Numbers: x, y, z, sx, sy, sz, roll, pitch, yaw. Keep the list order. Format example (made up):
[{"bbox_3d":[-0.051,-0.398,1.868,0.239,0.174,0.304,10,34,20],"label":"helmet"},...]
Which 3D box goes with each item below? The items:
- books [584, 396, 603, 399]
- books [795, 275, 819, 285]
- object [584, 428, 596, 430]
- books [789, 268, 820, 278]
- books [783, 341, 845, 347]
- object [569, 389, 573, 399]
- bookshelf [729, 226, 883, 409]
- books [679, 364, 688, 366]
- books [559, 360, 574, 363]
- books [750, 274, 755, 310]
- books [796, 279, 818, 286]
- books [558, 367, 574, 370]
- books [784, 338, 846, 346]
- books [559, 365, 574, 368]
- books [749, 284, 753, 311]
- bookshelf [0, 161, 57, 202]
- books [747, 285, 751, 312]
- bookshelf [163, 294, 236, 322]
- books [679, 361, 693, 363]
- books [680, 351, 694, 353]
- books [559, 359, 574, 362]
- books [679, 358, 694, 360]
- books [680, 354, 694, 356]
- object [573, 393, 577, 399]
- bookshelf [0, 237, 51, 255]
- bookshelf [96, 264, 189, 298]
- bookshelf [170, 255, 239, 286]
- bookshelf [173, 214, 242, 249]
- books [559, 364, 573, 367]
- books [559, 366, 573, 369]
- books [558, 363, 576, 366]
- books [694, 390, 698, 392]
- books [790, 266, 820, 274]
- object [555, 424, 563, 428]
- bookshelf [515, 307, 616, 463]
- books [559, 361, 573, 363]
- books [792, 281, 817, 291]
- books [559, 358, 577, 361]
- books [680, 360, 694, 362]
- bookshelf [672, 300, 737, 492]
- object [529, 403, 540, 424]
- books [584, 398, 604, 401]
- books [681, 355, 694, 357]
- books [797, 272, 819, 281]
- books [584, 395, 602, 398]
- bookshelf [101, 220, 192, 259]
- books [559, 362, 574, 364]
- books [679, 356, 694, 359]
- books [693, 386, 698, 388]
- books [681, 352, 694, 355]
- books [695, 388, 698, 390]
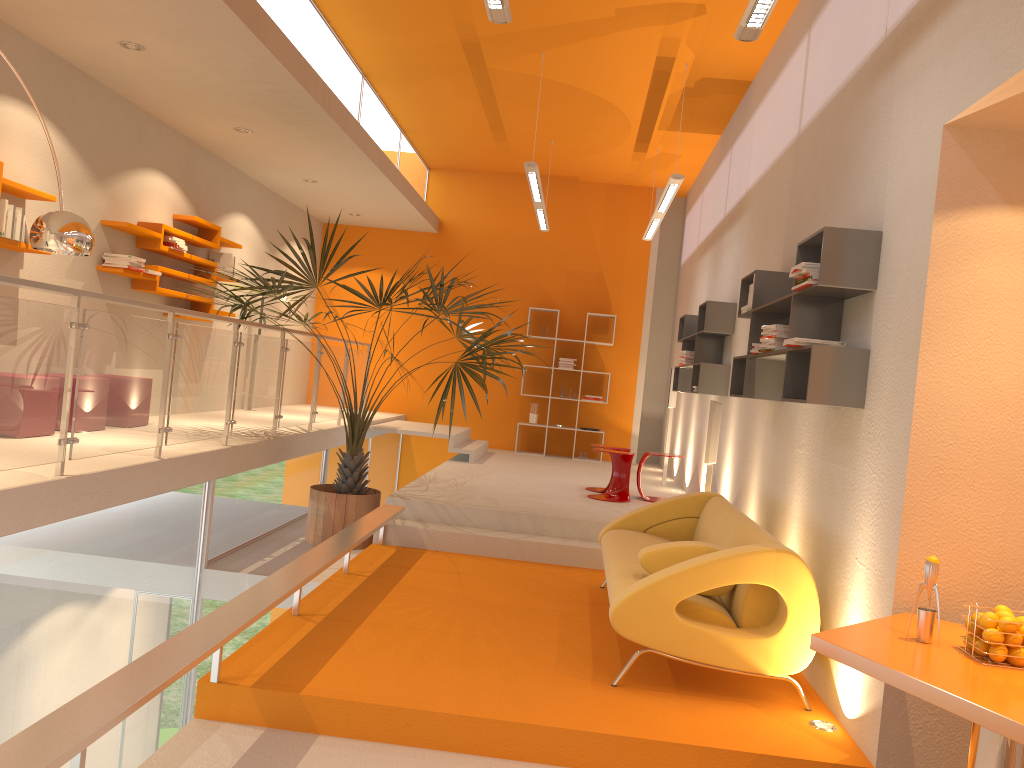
[{"bbox_3d":[1.108,0.188,12.090,0.254,0.015,0.190,6,1,6],"label":"books"},{"bbox_3d":[1.461,-0.478,4.161,0.190,0.015,0.254,6,1,0],"label":"books"},{"bbox_3d":[1.062,0.619,12.138,0.178,0.020,0.178,6,1,21],"label":"object"},{"bbox_3d":[1.455,-0.510,4.173,0.230,0.017,0.226,6,1,-1],"label":"books"},{"bbox_3d":[1.416,-0.178,4.170,0.254,0.015,0.190,6,1,11],"label":"books"},{"bbox_3d":[-1.167,2.207,8.865,0.870,4.604,7.392,6,1,35],"label":"object"},{"bbox_3d":[1.546,-0.296,4.925,0.252,0.790,2.000,6,1,4],"label":"bookshelf"},{"bbox_3d":[1.781,-0.181,8.764,0.210,0.013,0.297,6,1,-1],"label":"books"},{"bbox_3d":[0.750,-0.308,12.170,0.190,0.015,0.254,6,1,0],"label":"books"},{"bbox_3d":[1.602,-0.558,5.478,0.230,0.227,0.017,6,1,4],"label":"books"},{"bbox_3d":[1.459,-0.465,4.171,0.190,0.011,0.268,6,1,6],"label":"books"},{"bbox_3d":[0.740,-0.211,12.157,0.210,0.013,0.296,6,1,4],"label":"books"},{"bbox_3d":[1.423,-0.194,4.182,0.226,0.017,0.230,6,1,4],"label":"books"},{"bbox_3d":[0.743,-0.237,12.171,0.190,0.015,0.254,6,1,0],"label":"books"},{"bbox_3d":[1.603,-0.529,5.528,0.230,0.169,0.027,6,1,4],"label":"books"},{"bbox_3d":[-3.217,-1.253,5.406,0.220,0.220,1.150,6,1,4],"label":"bookshelf"},{"bbox_3d":[1.605,-0.530,5.583,0.230,0.169,0.023,6,1,4],"label":"books"},{"bbox_3d":[-3.032,-0.725,8.680,0.220,0.220,1.150,6,1,4],"label":"bookshelf"},{"bbox_3d":[1.783,-0.207,8.778,0.190,0.015,0.254,6,1,-5],"label":"books"},{"bbox_3d":[1.803,-0.308,8.766,0.230,0.017,0.227,6,1,-6],"label":"books"},{"bbox_3d":[0.748,-0.323,12.163,0.190,0.015,0.254,6,1,6],"label":"books"},{"bbox_3d":[1.796,-0.237,8.766,0.230,0.017,0.227,6,1,-6],"label":"books"},{"bbox_3d":[1.790,-0.278,8.777,0.190,0.015,0.254,6,1,-5],"label":"books"},{"bbox_3d":[1.213,1.951,8.370,0.190,3.502,7.694,6,1,-7],"label":"object"},{"bbox_3d":[-3.253,-0.897,5.410,0.220,0.220,1.150,6,1,4],"label":"bookshelf"},{"bbox_3d":[-3.101,-0.901,7.501,0.220,0.220,1.150,6,1,4],"label":"bookshelf"},{"bbox_3d":[-2.996,-1.081,8.677,0.220,0.220,1.150,6,1,4],"label":"bookshelf"},{"bbox_3d":[-2.961,-1.435,8.674,0.220,0.220,1.150,6,1,4],"label":"bookshelf"},{"bbox_3d":[0.741,-0.252,12.163,0.190,0.015,0.254,6,1,6],"label":"books"},{"bbox_3d":[0.742,-0.223,12.161,0.190,0.011,0.268,6,1,6],"label":"books"},{"bbox_3d":[0.755,-0.267,12.159,0.230,0.017,0.227,6,1,-1],"label":"books"},{"bbox_3d":[1.697,0.069,7.751,0.190,0.015,0.254,6,1,5],"label":"books"},{"bbox_3d":[1.452,-0.527,4.174,0.254,0.015,0.190,6,1,11],"label":"books"},{"bbox_3d":[0.646,0.572,12.109,0.106,0.035,0.105,5,1,-42],"label":"object"},{"bbox_3d":[1.362,1.389,11.228,1.107,4.600,3.516,5,1,-38],"label":"bookshelf"},{"bbox_3d":[0.749,-0.294,12.160,0.190,0.011,0.268,6,1,6],"label":"books"},{"bbox_3d":[1.459,-0.453,4.175,0.210,0.013,0.297,6,1,4],"label":"books"},{"bbox_3d":[0.762,-0.338,12.158,0.230,0.017,0.227,6,1,-1],"label":"books"},{"bbox_3d":[1.781,-0.222,8.770,0.190,0.015,0.254,6,1,1],"label":"books"},{"bbox_3d":[1.664,0.372,7.805,0.322,2.145,3.370,6,1,6],"label":"bookshelf"},{"bbox_3d":[0.302,0.408,12.201,0.129,0.291,0.129,6,1,32],"label":"object"},{"bbox_3d":[1.114,0.203,12.086,0.254,0.015,0.190,6,1,0],"label":"books"},{"bbox_3d":[1.790,-0.264,8.767,0.190,0.011,0.268,6,1,1],"label":"books"},{"bbox_3d":[1.466,-0.493,4.169,0.190,0.015,0.254,6,1,6],"label":"books"},{"bbox_3d":[1.105,0.171,12.077,0.227,0.017,0.230,6,1,-1],"label":"books"},{"bbox_3d":[-3.065,-1.256,7.497,0.220,0.220,1.150,6,1,4],"label":"bookshelf"},{"bbox_3d":[0.747,-0.282,12.156,0.210,0.013,0.296,6,1,4],"label":"books"},{"bbox_3d":[1.788,-0.252,8.763,0.210,0.013,0.297,6,1,-1],"label":"books"},{"bbox_3d":[1.709,0.039,7.738,0.230,0.017,0.227,6,1,4],"label":"books"},{"bbox_3d":[1.789,-0.293,8.769,0.190,0.015,0.254,6,1,1],"label":"books"},{"bbox_3d":[1.695,0.053,7.744,0.190,0.015,0.254,6,1,11],"label":"books"}]
